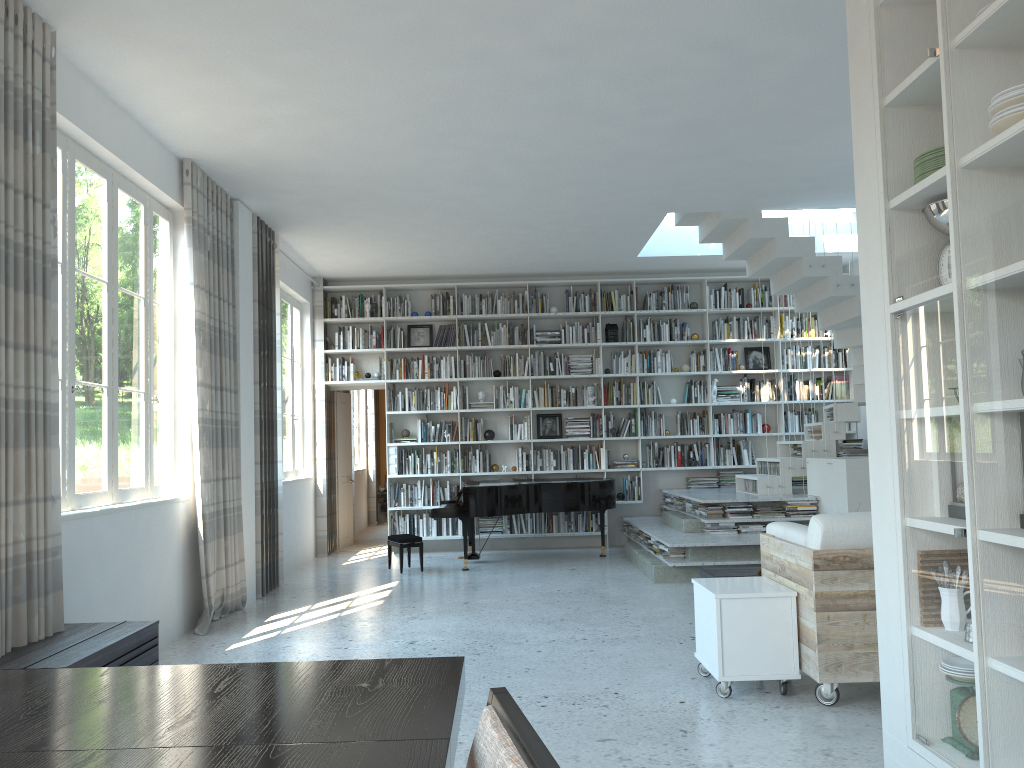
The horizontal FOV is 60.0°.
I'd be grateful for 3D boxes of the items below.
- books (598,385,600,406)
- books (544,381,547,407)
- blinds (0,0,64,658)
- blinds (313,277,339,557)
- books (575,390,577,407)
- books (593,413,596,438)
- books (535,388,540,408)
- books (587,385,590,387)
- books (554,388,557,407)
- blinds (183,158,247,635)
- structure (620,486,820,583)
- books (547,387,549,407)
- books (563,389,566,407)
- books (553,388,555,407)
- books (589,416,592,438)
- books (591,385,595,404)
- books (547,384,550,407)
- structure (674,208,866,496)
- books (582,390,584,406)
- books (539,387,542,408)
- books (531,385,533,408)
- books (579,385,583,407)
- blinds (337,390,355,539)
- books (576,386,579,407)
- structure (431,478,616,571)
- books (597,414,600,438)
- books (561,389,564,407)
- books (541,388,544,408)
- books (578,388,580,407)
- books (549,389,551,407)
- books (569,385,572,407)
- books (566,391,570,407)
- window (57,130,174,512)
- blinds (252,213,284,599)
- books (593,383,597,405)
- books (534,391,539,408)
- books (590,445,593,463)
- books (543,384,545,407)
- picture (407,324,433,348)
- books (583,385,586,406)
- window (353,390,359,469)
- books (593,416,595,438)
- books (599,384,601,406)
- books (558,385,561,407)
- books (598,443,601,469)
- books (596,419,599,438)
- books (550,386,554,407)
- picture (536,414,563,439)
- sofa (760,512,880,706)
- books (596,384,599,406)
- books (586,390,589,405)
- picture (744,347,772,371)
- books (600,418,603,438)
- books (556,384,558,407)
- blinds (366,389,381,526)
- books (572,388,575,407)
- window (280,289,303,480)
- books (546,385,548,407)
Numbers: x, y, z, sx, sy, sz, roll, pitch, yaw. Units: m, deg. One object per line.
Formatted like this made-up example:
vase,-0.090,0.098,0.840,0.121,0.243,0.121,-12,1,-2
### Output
books,1.022,0.141,10.514,0.014,0.260,0.137,-2,-4,-1
books,0.394,0.127,10.473,0.014,0.317,0.188,-2,-4,-1
blinds,-2.126,-0.118,3.791,0.132,3.259,0.722,-1,-3,-2
blinds,-2.222,0.390,10.585,0.140,3.228,0.776,-2,-3,-1
books,0.750,0.177,10.488,0.029,0.200,0.178,-2,-4,-1
books,0.978,0.495,10.490,0.011,0.288,0.152,-2,-4,-1
books,0.301,0.169,10.498,0.042,0.242,0.162,-2,-4,-1
books,0.911,0.143,10.516,0.014,0.263,0.135,-2,-4,-1
books,0.513,0.167,10.503,0.025,0.236,0.137,-2,-4,-1
blinds,-2.169,0.075,6.469,0.183,3.259,1.026,-1,-3,-1
structure,2.628,1.445,9.024,2.899,0.659,3.115,-2,-4,-1
books,0.421,0.165,10.504,0.010,0.244,0.149,-2,-4,-1
books,0.617,0.174,10.497,0.030,0.214,0.168,-2,-4,-1
books,0.495,0.171,10.495,0.012,0.227,0.169,-2,-4,-1
books,0.932,0.513,10.481,0.012,0.254,0.161,-2,-4,-1
books,0.964,0.143,10.507,0.025,0.259,0.130,-2,-4,-1
books,0.431,0.145,10.487,0.010,0.280,0.170,-2,-4,-1
structure,2.724,-0.275,8.744,2.613,3.379,1.956,-2,-4,-1
books,0.836,0.173,10.513,0.022,0.206,0.114,-2,-4,-1
books,0.335,0.166,10.508,0.026,0.248,0.139,-2,-4,-1
books,0.239,0.152,10.513,0.010,0.281,0.140,-2,-4,-1
books,0.813,0.147,10.498,0.025,0.258,0.150,-2,-4,-1
blinds,-2.236,0.475,11.761,0.140,3.228,0.776,-2,-3,-1
books,0.770,0.153,10.479,0.012,0.245,0.186,-2,-4,-1
structure,0.167,1.439,9.300,1.918,0.832,1.335,-2,-4,-1
books,1.022,0.497,10.478,0.011,0.279,0.186,-2,-4,-1
books,0.590,0.174,10.496,0.024,0.216,0.175,-2,-4,-1
books,0.363,0.169,10.502,0.029,0.240,0.156,-2,-4,-1
books,0.788,0.163,10.516,0.025,0.230,0.143,-2,-4,-1
books,0.449,0.173,10.509,0.024,0.228,0.147,-2,-4,-1
books,0.689,0.151,10.502,0.014,0.258,0.161,-2,-4,-1
books,0.658,0.182,10.509,0.050,0.198,0.146,-2,-4,-1
window,-18.369,-6.523,14.771,32.804,18.526,18.545,-2,-4,3
blinds,-2.189,0.190,7.797,0.140,3.228,0.776,-2,-3,-1
books,0.988,0.133,10.518,0.025,0.279,0.108,-2,-3,-1
books,0.283,0.185,10.485,0.053,0.208,0.156,-2,-4,-1
books,0.943,0.864,10.478,0.010,0.284,0.132,-2,-4,-1
books,0.382,0.147,10.516,0.010,0.283,0.136,-2,-4,-1
picture,-1.097,-0.560,10.576,0.300,0.299,0.077,-2,-3,-1
books,0.858,0.146,10.508,0.024,0.259,0.126,-2,-4,-1
window,-2.429,0.283,13.121,0.073,2.007,1.984,-2,-4,-1
books,0.966,0.511,10.490,0.013,0.256,0.163,-2,-4,-1
books,1.040,0.139,10.521,0.023,0.264,0.107,-2,-3,-1
books,0.553,0.148,10.483,0.028,0.267,0.190,-2,-4,-1
books,1.033,0.853,10.471,0.011,0.300,0.149,-2,-4,-1
books,1.007,0.530,10.493,0.021,0.217,0.132,-2,-4,-1
books,0.474,0.157,10.516,0.028,0.259,0.134,-2,-4,-1
picture,0.445,0.503,10.532,0.300,0.299,0.077,-2,-3,-1
sofa,2.417,1.003,4.317,2.194,0.853,0.872,-2,-4,-1
books,1.008,0.138,10.502,0.014,0.266,0.154,-2,-4,-1
books,0.888,0.174,10.505,0.035,0.201,0.149,-2,-4,-1
picture,2.941,-0.294,10.608,0.300,0.299,0.077,-2,-3,-1
books,1.045,0.521,10.467,0.034,0.229,0.199,-2,-4,-1
books,0.532,0.142,10.497,0.013,0.283,0.177,-2,-4,-1
blinds,-2.269,0.675,14.549,0.140,3.228,0.776,-2,-3,-1
books,0.720,0.166,10.486,0.029,0.224,0.185,-2,-4,-1
window,-2.382,-0.002,9.160,0.073,2.007,1.984,-2,-4,-1
books,0.409,0.152,10.471,0.015,0.266,0.189,-2,-4,-1
